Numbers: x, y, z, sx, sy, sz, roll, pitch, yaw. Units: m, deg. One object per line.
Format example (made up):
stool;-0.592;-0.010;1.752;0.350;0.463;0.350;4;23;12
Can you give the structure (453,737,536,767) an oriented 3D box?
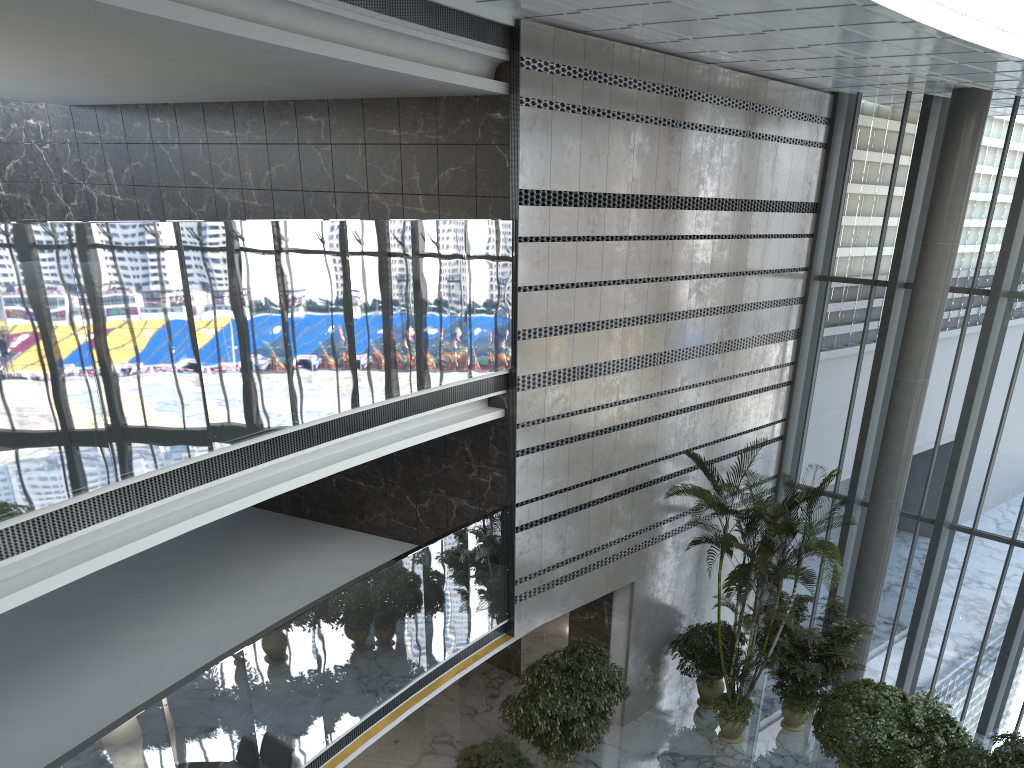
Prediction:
structure;-0.267;5.155;11.007;1.156;1.470;1.099;-11;23;-31

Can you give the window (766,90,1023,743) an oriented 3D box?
window;2.703;1.455;6.159;18.462;11.145;12.433;-8;19;-30

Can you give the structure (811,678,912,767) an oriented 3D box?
structure;4.962;4.944;12.076;1.419;1.782;1.460;5;19;12

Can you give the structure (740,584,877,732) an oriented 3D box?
structure;4.506;4.302;13.209;1.786;2.538;1.759;12;23;27

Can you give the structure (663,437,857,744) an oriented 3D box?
structure;3.416;3.160;12.283;2.394;5.146;2.326;-16;27;-36

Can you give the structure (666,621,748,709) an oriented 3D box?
structure;3.150;4.536;13.872;1.400;1.711;1.019;0;21;-3

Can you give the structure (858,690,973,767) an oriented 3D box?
structure;5.179;4.948;11.185;1.377;2.175;1.122;-6;22;-18

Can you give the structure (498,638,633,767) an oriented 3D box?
structure;0.736;4.634;11.914;2.029;2.186;1.471;-4;21;-14

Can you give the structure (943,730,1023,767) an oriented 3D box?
structure;6.168;5.181;10.426;1.645;2.094;1.818;-3;19;-13
